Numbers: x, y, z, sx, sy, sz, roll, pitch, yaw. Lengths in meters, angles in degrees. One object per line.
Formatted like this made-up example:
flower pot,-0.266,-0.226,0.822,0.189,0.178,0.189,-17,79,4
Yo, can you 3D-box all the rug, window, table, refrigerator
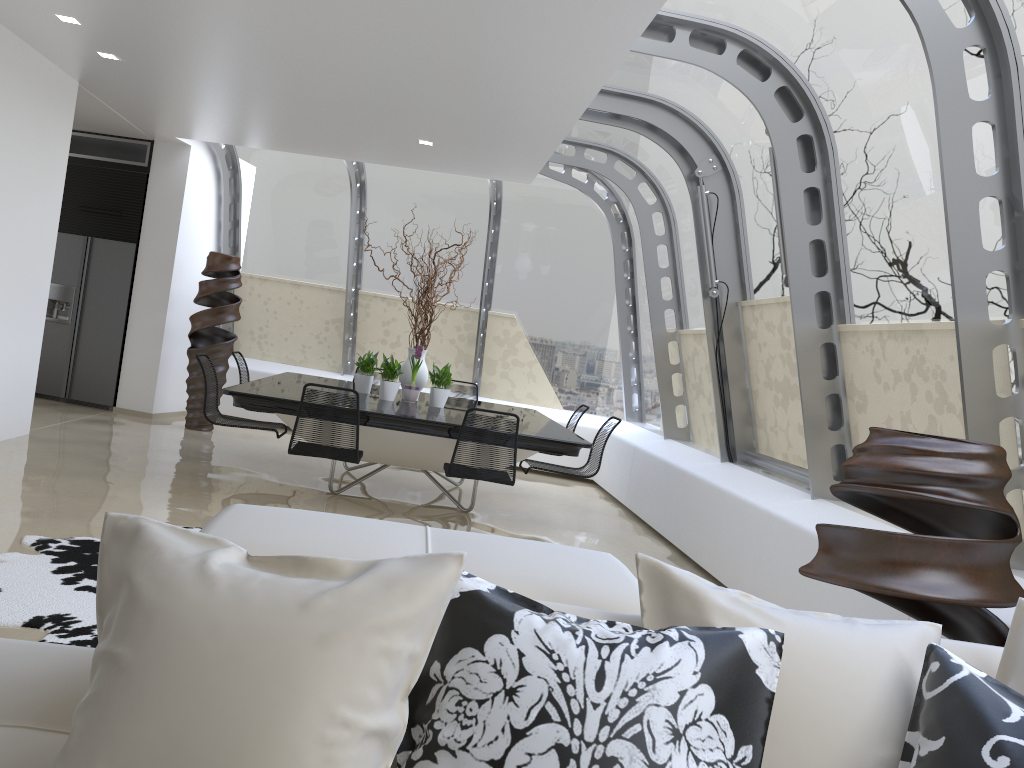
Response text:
rug,-0.862,1.018,3.966,3.220,0.008,2.705,9,2,-7
window,-5.119,-1.113,4.018,16.693,3.674,16.171,9,2,-1
table,-0.882,0.519,7.354,2.494,0.759,3.031,9,2,-7
refrigerator,-4.581,-0.702,9.562,1.006,1.742,0.234,9,2,7

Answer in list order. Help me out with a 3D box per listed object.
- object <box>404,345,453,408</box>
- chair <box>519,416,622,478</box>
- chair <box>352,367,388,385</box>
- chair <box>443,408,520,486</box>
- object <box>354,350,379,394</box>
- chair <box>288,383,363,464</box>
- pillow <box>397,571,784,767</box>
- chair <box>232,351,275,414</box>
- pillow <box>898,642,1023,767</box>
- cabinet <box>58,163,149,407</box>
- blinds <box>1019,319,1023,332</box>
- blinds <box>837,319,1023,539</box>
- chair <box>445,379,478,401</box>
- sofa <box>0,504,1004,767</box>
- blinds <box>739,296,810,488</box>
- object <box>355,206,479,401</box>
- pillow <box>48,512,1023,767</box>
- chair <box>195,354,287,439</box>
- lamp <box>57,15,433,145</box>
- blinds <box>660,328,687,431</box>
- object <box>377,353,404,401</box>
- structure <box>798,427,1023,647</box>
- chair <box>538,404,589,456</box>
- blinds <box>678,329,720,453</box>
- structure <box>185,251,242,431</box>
object,-0.643,-0.059,7.210,0.417,0.476,0.238,10,2,22
chair,0.453,0.467,6.906,0.688,0.519,0.446,9,2,-7
chair,-1.431,0.102,8.820,0.446,0.519,0.688,9,2,-7
chair,-0.186,0.402,5.818,0.446,0.519,0.688,9,2,-7
object,-1.222,-0.109,7.446,0.215,0.369,0.284,10,2,32
chair,-1.166,0.250,5.704,0.446,0.519,0.688,9,2,-7
pillow,0.073,0.573,1.283,0.604,0.471,0.394,9,2,9
chair,-2.154,0.018,7.887,0.688,0.519,0.446,9,2,-7
pillow,0.711,0.690,1.161,0.405,0.483,0.599,8,2,-38
cabinet,-5.073,-1.137,9.923,2.252,2.558,0.831,9,2,8
blinds,2.169,0.308,2.839,0.329,1.027,1.430,9,2,-7
blinds,2.003,0.229,4.367,0.329,1.027,1.430,9,2,-7
chair,-0.522,0.243,8.925,0.446,0.519,0.688,9,2,-7
sofa,0.185,0.883,0.122,3.257,0.866,4.169,9,2,-7
blinds,1.825,0.054,5.887,0.387,1.214,1.376,9,2,-7
object,-0.879,-0.649,7.338,1.031,1.549,1.135,9,2,-14
pillow,0.793,0.682,0.521,1.656,0.530,3.322,8,2,-36
chair,-2.017,0.083,6.620,0.688,0.519,0.446,9,2,-7
lamp,-4.911,-2.497,2.027,9.775,0.004,9.928,9,2,-6
blinds,1.564,0.533,9.170,0.663,2.118,1.829,9,2,-7
object,-0.972,-0.055,7.041,0.215,0.369,0.284,10,2,27
structure,1.278,0.787,2.920,0.672,1.258,0.674,8,2,-30
chair,0.316,0.402,8.173,0.688,0.519,0.446,9,2,-7
blinds,1.673,0.073,7.425,0.329,1.027,1.430,9,2,-7
structure,-3.095,-0.428,9.140,0.498,1.843,0.493,9,2,5
